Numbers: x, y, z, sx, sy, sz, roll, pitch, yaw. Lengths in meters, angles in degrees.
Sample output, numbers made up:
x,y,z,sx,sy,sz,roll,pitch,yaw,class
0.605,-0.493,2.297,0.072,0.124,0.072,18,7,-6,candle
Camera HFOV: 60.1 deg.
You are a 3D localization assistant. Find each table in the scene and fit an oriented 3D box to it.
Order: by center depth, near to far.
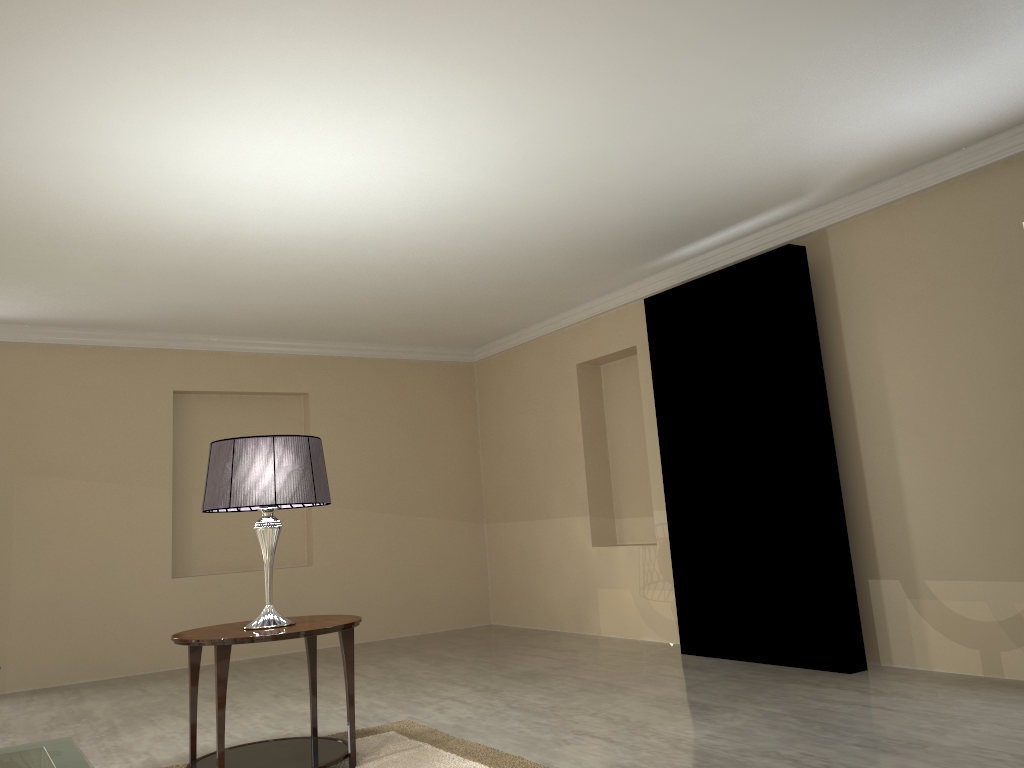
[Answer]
x,y,z,sx,sy,sz,roll,pitch,yaw,class
-1.350,1.053,1.675,1.055,0.348,1.289,2,-11,-32,table
-0.879,1.139,3.217,0.673,0.503,0.668,3,-12,-35,table

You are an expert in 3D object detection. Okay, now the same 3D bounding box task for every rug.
x,y,z,sx,sy,sz,roll,pitch,yaw,class
-0.800,1.185,1.903,2.668,0.022,2.945,2,-11,-32,rug

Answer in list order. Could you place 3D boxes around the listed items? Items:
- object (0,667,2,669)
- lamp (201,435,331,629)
x,y,z,sx,sy,sz,roll,pitch,yaw,class
-1.434,0.645,1.997,0.510,0.479,0.542,2,-12,-31,object
-0.921,0.557,3.340,0.472,0.689,0.471,-11,-13,32,lamp
